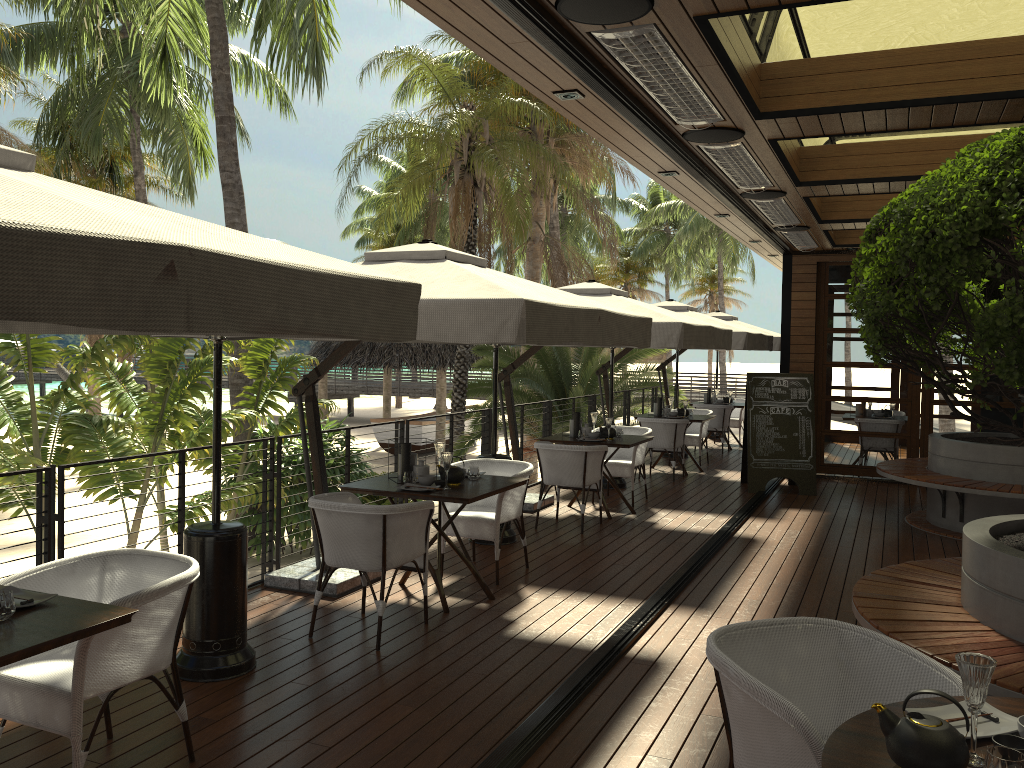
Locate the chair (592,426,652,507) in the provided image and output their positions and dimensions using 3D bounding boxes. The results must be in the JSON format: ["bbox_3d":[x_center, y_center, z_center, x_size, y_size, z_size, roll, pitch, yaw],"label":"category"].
[{"bbox_3d":[1.188,0.872,9.602,0.627,0.788,0.617,2,2,25],"label":"chair"}]

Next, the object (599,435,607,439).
[{"bbox_3d":[0.894,0.528,8.677,0.080,0.042,0.080,0,2,-15],"label":"object"}]

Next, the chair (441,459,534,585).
[{"bbox_3d":[-0.176,0.977,6.470,0.627,0.788,0.617,2,2,25],"label":"chair"}]

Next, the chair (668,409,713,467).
[{"bbox_3d":[2.557,0.767,12.747,0.627,0.788,0.617,2,2,25],"label":"chair"}]

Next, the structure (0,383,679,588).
[{"bbox_3d":[-1.986,0.968,5.354,0.163,1.152,26.276,2,2,23],"label":"structure"}]

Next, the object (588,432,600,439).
[{"bbox_3d":[0.803,0.513,8.715,0.116,0.065,0.116,2,2,22],"label":"object"}]

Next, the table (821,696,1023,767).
[{"bbox_3d":[1.218,1.215,1.749,1.166,0.749,1.166,2,2,29],"label":"table"}]

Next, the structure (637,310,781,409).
[{"bbox_3d":[3.476,-0.082,15.080,2.414,2.331,2.414,2,2,23],"label":"structure"}]

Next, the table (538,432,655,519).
[{"bbox_3d":[0.857,0.913,8.918,0.932,0.749,0.932,2,2,23],"label":"table"}]

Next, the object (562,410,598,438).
[{"bbox_3d":[0.686,0.402,8.958,0.263,0.264,0.263,0,2,-21],"label":"object"}]

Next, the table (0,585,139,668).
[{"bbox_3d":[-1.850,1.120,2.701,0.932,0.749,0.932,2,2,23],"label":"table"}]

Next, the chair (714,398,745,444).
[{"bbox_3d":[3.915,0.663,15.867,0.627,0.788,0.617,2,2,25],"label":"chair"}]

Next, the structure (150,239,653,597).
[{"bbox_3d":[-0.568,0.228,5.793,2.414,2.331,2.414,2,2,23],"label":"structure"}]

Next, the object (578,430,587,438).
[{"bbox_3d":[0.695,0.499,8.740,0.086,0.086,0.086,2,2,28],"label":"object"}]

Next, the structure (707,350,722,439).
[{"bbox_3d":[3.861,-0.078,16.705,0.699,2.191,0.699,1,1,11],"label":"structure"}]

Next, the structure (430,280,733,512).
[{"bbox_3d":[0.780,0.125,8.888,2.414,2.331,2.414,2,2,23],"label":"structure"}]

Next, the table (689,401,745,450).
[{"bbox_3d":[3.560,0.705,15.127,0.932,0.749,0.932,2,2,23],"label":"table"}]

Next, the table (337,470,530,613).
[{"bbox_3d":[-0.495,1.016,5.813,0.932,0.749,0.932,2,2,23],"label":"table"}]

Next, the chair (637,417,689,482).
[{"bbox_3d":[1.914,0.814,11.332,0.627,0.788,0.617,2,2,25],"label":"chair"}]

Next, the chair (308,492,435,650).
[{"bbox_3d":[-0.819,1.023,5.056,0.627,0.788,0.617,2,2,25],"label":"chair"}]

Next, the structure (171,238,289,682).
[{"bbox_3d":[-1.478,0.331,4.443,0.699,2.191,0.699,1,1,11],"label":"structure"}]

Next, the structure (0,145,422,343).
[{"bbox_3d":[-1.916,0.331,2.697,2.414,2.331,2.414,2,2,23],"label":"structure"}]

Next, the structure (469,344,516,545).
[{"bbox_3d":[-0.145,0.229,7.505,0.699,2.191,0.699,1,1,11],"label":"structure"}]

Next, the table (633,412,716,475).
[{"bbox_3d":[2.209,0.809,12.023,0.932,0.749,0.932,2,2,23],"label":"table"}]

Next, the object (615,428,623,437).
[{"bbox_3d":[1.089,0.495,9.024,0.086,0.086,0.086,2,2,28],"label":"object"}]

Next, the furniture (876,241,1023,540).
[{"bbox_3d":[4.880,0.047,8.320,2.569,2.721,2.721,1,2,-11],"label":"furniture"}]

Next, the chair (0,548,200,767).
[{"bbox_3d":[-1.540,1.081,3.337,0.627,0.788,0.617,2,2,25],"label":"chair"}]

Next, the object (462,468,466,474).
[{"bbox_3d":[-0.365,0.606,5.964,0.116,0.065,0.116,2,2,22],"label":"object"}]

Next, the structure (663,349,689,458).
[{"bbox_3d":[2.541,0.023,13.674,0.699,2.191,0.699,1,1,11],"label":"structure"}]

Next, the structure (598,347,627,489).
[{"bbox_3d":[1.184,0.127,10.558,0.699,2.191,0.699,1,1,11],"label":"structure"}]

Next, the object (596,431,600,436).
[{"bbox_3d":[0.888,0.511,9.091,0.080,0.042,0.080,0,2,-15],"label":"object"}]

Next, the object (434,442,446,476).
[{"bbox_3d":[-0.497,0.515,6.067,0.082,0.227,0.082,2,2,24],"label":"object"}]

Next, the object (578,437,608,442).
[{"bbox_3d":[0.784,0.540,8.553,0.295,0.025,0.170,2,3,23],"label":"object"}]

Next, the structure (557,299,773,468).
[{"bbox_3d":[2.128,0.021,11.984,2.414,2.331,2.414,2,2,23],"label":"structure"}]

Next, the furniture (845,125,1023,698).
[{"bbox_3d":[2.748,0.203,3.596,2.616,2.721,2.695,1,2,14],"label":"furniture"}]

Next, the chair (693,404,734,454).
[{"bbox_3d":[3.253,0.711,14.409,0.627,0.788,0.617,2,2,25],"label":"chair"}]

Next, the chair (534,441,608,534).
[{"bbox_3d":[0.521,0.921,8.134,0.627,0.788,0.617,2,2,25],"label":"chair"}]

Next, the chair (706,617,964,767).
[{"bbox_3d":[0.896,1.158,2.562,0.627,0.788,0.617,0,2,-20],"label":"chair"}]
